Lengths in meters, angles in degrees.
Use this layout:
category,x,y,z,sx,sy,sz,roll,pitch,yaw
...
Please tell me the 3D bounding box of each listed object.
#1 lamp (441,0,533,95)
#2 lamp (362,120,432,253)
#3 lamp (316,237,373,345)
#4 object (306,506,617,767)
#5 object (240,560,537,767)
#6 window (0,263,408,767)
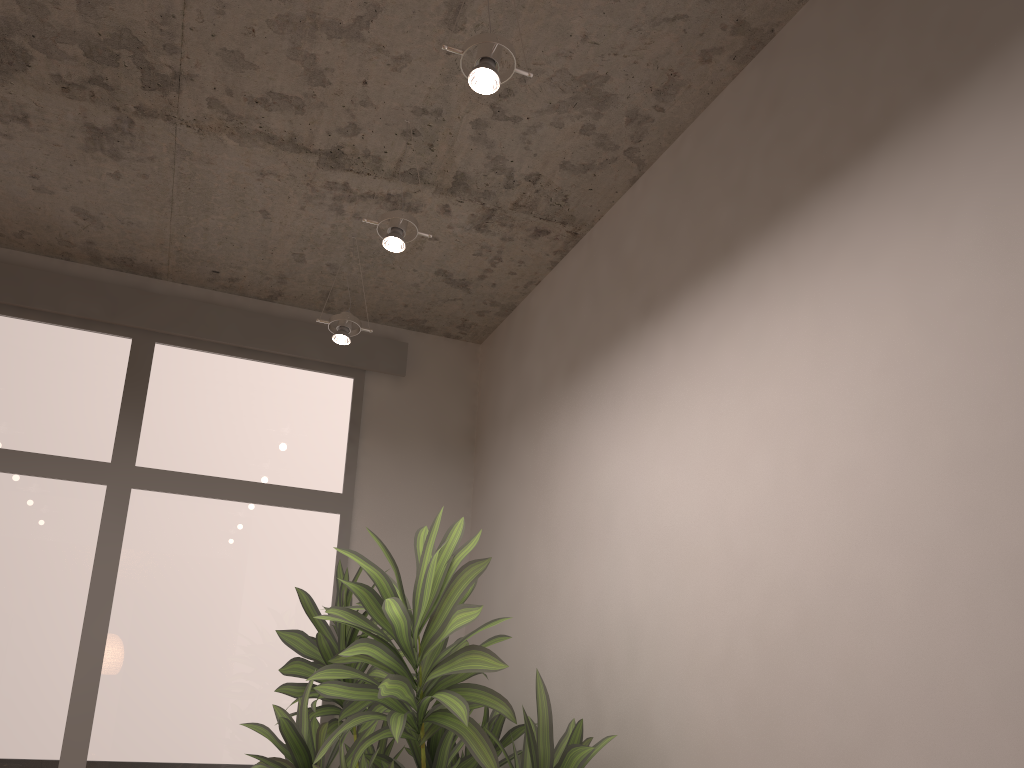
category,x,y,z,sx,sy,sz,roll,pitch,yaw
lamp,-0.049,-0.919,2.128,0.135,0.470,0.202,-9,-20,34
lamp,-0.358,-0.656,2.865,0.135,0.470,0.202,-9,-20,34
lamp,-0.667,-0.392,3.602,0.135,0.470,0.202,-9,-20,34
object,-0.175,1.465,2.648,0.967,2.050,1.109,5,-17,-8
object,-0.443,1.680,3.251,1.080,2.050,0.993,4,-17,-3
window,-4.567,0.591,2.577,8.585,3.195,0.063,10,-18,-20
